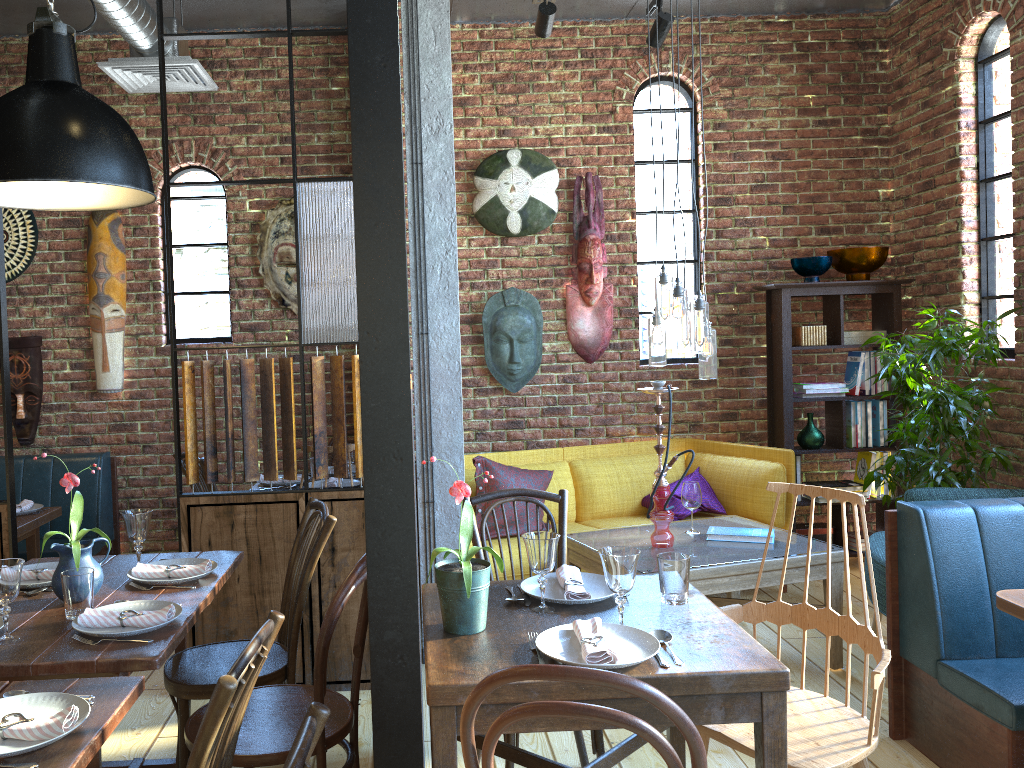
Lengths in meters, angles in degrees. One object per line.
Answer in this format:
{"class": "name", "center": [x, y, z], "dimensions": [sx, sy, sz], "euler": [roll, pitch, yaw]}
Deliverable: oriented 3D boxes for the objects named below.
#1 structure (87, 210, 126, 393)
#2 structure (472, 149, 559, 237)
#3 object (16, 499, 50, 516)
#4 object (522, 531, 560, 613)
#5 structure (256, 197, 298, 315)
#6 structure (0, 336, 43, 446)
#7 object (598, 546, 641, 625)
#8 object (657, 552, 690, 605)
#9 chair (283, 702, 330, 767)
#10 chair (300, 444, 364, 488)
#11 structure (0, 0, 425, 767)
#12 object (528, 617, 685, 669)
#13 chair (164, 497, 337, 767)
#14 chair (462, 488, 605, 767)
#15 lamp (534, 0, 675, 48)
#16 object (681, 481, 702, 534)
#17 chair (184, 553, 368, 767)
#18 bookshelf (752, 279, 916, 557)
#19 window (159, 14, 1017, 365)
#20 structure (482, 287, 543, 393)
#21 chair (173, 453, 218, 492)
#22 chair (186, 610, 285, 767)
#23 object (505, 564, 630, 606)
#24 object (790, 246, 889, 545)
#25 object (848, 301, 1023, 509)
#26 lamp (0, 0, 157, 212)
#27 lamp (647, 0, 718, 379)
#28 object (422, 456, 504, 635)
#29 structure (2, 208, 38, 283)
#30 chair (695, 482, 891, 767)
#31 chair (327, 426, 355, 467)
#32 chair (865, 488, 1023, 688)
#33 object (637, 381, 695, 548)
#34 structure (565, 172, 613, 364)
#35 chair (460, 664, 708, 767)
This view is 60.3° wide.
{"class": "structure", "center": [-2.415, -0.505, 5.240], "dimensions": [0.231, 1.119, 0.094], "euler": [-2, 2, -2]}
{"class": "structure", "center": [0.023, -1.144, 5.267], "dimensions": [0.530, 0.520, 0.148], "euler": [-2, 2, -2]}
{"class": "object", "center": [-2.591, 0.644, 4.565], "dimensions": [0.325, 0.051, 0.269], "euler": [-2, 3, 0]}
{"class": "object", "center": [0.077, 0.482, 2.252], "dimensions": [0.095, 0.191, 0.102], "euler": [-3, 2, -29]}
{"class": "structure", "center": [-1.238, -0.766, 5.257], "dimensions": [0.587, 0.726, 0.127], "euler": [-2, 2, -2]}
{"class": "structure", "center": [-2.918, 0.045, 5.237], "dimensions": [0.259, 0.654, 0.161], "euler": [-2, 2, -3]}
{"class": "object", "center": [0.254, 0.486, 2.063], "dimensions": [0.103, 0.191, 0.094], "euler": [0, 3, 43]}
{"class": "object", "center": [0.419, 0.503, 2.278], "dimensions": [0.082, 0.119, 0.086], "euler": [-2, 2, -14]}
{"class": "chair", "center": [-0.505, 0.926, 1.138], "dimensions": [0.523, 0.914, 0.404], "euler": [-2, 2, 1]}
{"class": "chair", "center": [-0.782, 0.746, 3.895], "dimensions": [0.523, 1.005, 0.462], "euler": [-3, 2, -17]}
{"class": "structure", "center": [-2.230, -0.220, 1.305], "dimensions": [5.862, 3.323, 6.023], "euler": [-3, 3, -20]}
{"class": "object", "center": [0.204, 0.565, 1.936], "dimensions": [0.325, 0.051, 0.269], "euler": [-2, 3, 0]}
{"class": "chair", "center": [-0.821, 0.847, 2.760], "dimensions": [0.507, 0.914, 0.417], "euler": [-3, 2, -19]}
{"class": "chair", "center": [0.073, 0.818, 2.713], "dimensions": [0.400, 0.914, 0.529], "euler": [-2, 2, -10]}
{"class": "lamp", "center": [-1.905, -1.636, 1.564], "dimensions": [6.239, 0.273, 7.268], "euler": [-2, 3, -4]}
{"class": "object", "center": [0.814, 0.559, 3.991], "dimensions": [0.095, 0.228, 0.087], "euler": [-1, 2, 34]}
{"class": "chair", "center": [-0.580, 0.864, 2.303], "dimensions": [0.562, 0.920, 0.428], "euler": [-1, 2, 14]}
{"class": "bookshelf", "center": [1.901, 0.240, 5.191], "dimensions": [0.814, 1.666, 0.318], "euler": [-2, 2, -2]}
{"class": "window", "center": [1.910, -0.809, 2.944], "dimensions": [3.284, 2.427, 8.932], "euler": [-4, 4, -38]}
{"class": "structure", "center": [0.008, -0.262, 5.288], "dimensions": [0.367, 0.639, 0.104], "euler": [-2, 2, -1]}
{"class": "chair", "center": [-1.369, 0.774, 4.419], "dimensions": [0.498, 0.914, 0.424], "euler": [-3, 2, -39]}
{"class": "chair", "center": [-0.687, 0.908, 1.587], "dimensions": [0.523, 0.914, 0.404], "euler": [-2, 2, 1]}
{"class": "object", "center": [0.140, 0.543, 2.381], "dimensions": [0.325, 0.051, 0.269], "euler": [-2, 3, 0]}
{"class": "object", "center": [1.914, 0.095, 5.173], "dimensions": [0.602, 1.759, 0.331], "euler": [-2, 2, -8]}
{"class": "object", "center": [2.080, 0.354, 4.334], "dimensions": [0.701, 1.527, 0.889], "euler": [-3, 2, -25]}
{"class": "lamp", "center": [-1.289, -1.183, 2.450], "dimensions": [0.538, 1.325, 0.521], "euler": [-2, 2, 9]}
{"class": "lamp", "center": [0.601, -1.073, 3.856], "dimensions": [0.520, 2.118, 0.279], "euler": [-1, 2, 22]}
{"class": "object", "center": [-0.116, 0.378, 2.140], "dimensions": [0.145, 0.426, 0.200], "euler": [-1, 2, 29]}
{"class": "structure", "center": [-3.152, -0.885, 5.232], "dimensions": [0.658, 0.619, 0.079], "euler": [-2, 2, -3]}
{"class": "chair", "center": [0.689, 0.784, 2.254], "dimensions": [0.432, 1.005, 0.558], "euler": [-3, 2, -33]}
{"class": "chair", "center": [-0.953, 0.724, 5.062], "dimensions": [0.451, 0.920, 0.534], "euler": [-1, 2, 18]}
{"class": "chair", "center": [1.996, 0.614, 3.559], "dimensions": [1.065, 1.096, 0.783], "euler": [-1, 2, 21]}
{"class": "object", "center": [0.644, 0.343, 3.712], "dimensions": [0.166, 0.703, 0.265], "euler": [-2, 2, -14]}
{"class": "structure", "center": [0.466, -0.692, 5.341], "dimensions": [0.237, 1.145, 0.216], "euler": [-1, 2, 42]}
{"class": "chair", "center": [0.154, 0.876, 1.615], "dimensions": [0.451, 0.920, 0.534], "euler": [-1, 2, 18]}
